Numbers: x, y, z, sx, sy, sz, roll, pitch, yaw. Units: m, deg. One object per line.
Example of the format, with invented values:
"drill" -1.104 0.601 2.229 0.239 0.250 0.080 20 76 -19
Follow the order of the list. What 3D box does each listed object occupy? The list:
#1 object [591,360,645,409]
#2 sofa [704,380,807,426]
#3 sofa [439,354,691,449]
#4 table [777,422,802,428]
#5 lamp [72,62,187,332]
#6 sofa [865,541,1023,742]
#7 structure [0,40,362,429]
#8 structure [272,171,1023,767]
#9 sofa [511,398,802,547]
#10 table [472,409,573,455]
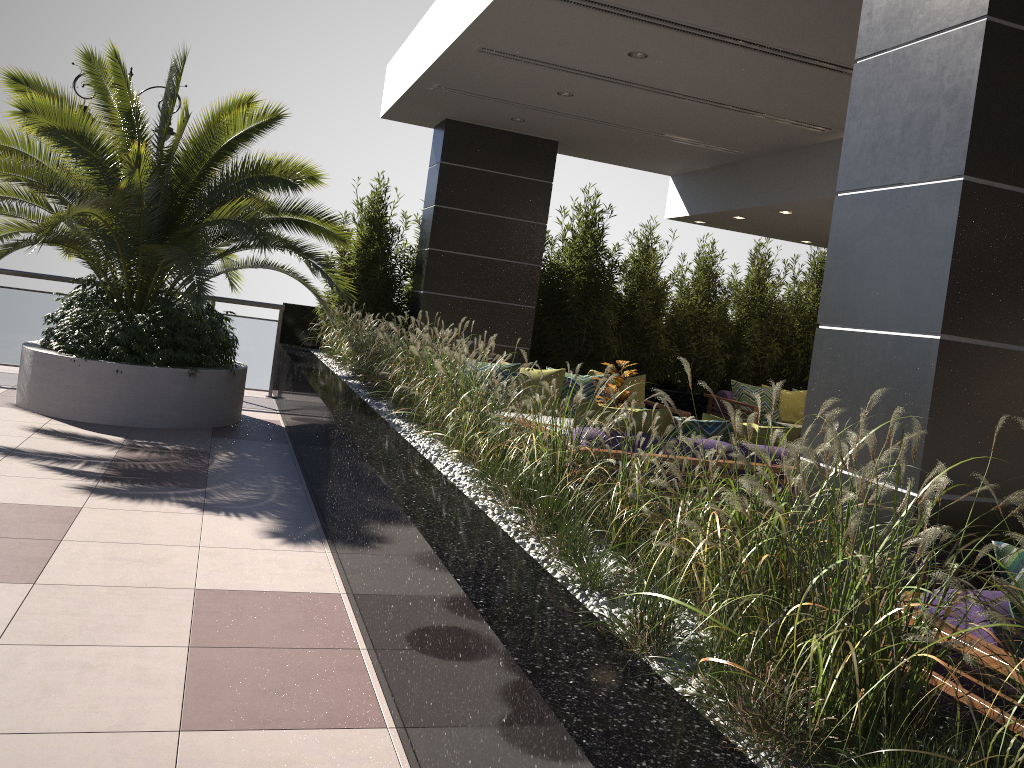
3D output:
"object" 0.782 0.084 6.617 0.430 0.526 0.426 8 2 -1
"sofa" 3.465 0.505 10.507 2.121 0.918 1.124 7 3 -18
"sofa" 0.359 0.291 7.822 2.121 0.918 1.124 7 3 -18
"table" 3.852 0.840 9.272 2.032 0.553 0.946 6 4 -18
"lamp" -4.199 -1.667 9.274 1.119 3.324 0.265 7 1 -18
"sofa" 2.122 0.970 2.304 2.121 0.918 1.124 7 3 -18
"structure" -3.252 -1.410 7.887 3.764 3.299 3.796 9 3 24
"structure" 4.727 0.379 0.194 7.798 3.117 24.838 6 5 -18
"sofa" 1.140 0.592 5.380 2.121 0.918 1.124 7 3 -18
"table" 0.711 0.618 6.626 2.032 0.553 0.946 6 4 -18
